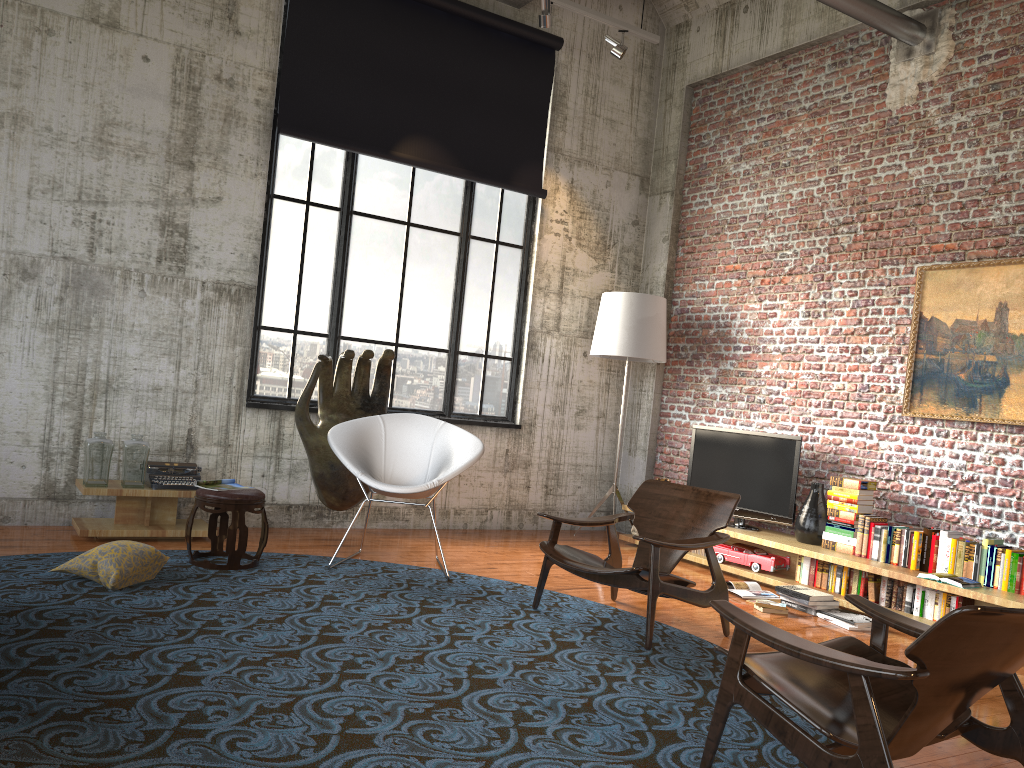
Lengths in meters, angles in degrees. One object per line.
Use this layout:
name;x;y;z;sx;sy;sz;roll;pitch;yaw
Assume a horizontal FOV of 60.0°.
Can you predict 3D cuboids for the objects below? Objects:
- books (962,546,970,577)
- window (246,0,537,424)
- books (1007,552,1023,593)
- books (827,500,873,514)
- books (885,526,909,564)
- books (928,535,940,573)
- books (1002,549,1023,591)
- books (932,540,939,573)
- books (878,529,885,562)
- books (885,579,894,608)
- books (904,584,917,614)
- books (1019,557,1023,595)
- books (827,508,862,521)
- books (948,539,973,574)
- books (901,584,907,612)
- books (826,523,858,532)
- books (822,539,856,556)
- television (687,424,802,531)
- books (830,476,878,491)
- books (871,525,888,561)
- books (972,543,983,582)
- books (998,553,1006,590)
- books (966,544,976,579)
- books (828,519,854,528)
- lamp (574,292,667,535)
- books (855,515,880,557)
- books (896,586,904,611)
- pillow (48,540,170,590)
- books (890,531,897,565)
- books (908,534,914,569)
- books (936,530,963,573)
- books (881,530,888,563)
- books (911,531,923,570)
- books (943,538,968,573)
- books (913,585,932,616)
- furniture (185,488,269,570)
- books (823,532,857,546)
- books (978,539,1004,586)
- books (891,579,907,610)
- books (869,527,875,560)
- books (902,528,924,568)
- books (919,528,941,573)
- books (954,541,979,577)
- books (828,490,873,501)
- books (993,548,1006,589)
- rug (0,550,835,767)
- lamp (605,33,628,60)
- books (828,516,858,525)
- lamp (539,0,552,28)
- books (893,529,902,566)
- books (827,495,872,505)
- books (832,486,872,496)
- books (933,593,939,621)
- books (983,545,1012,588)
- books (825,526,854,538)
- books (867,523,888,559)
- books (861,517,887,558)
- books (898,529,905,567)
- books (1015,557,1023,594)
books;2.925;1.141;5.624;0.161;0.223;0.027;6;1;-32
window;-0.878;-1.407;7.569;2.583;3.437;0.050;6;1;-32
books;3.088;1.145;5.380;0.175;0.240;0.045;6;1;-32
books;2.442;0.885;6.402;0.180;0.060;0.259;6;-1;-32
books;2.627;1.098;6.050;0.183;0.254;0.034;6;1;-32
books;2.804;1.118;5.817;0.160;0.251;0.026;5;1;-32
books;3.068;1.137;5.413;0.183;0.253;0.034;6;1;-32
books;2.813;1.132;5.794;0.161;0.223;0.026;6;1;-32
books;2.591;1.110;6.095;0.161;0.223;0.027;6;1;-32
books;2.559;1.399;5.917;0.143;0.187;0.043;6;1;-32
books;2.633;1.405;5.798;0.129;0.186;0.043;6;1;-32
books;3.123;1.153;5.323;0.168;0.231;0.037;6;1;-32
books;2.435;0.943;6.403;0.171;0.057;0.246;6;-1;-32
books;2.879;1.122;5.697;0.183;0.253;0.034;6;1;-32
books;2.616;1.406;5.829;0.120;0.182;0.028;6;1;-32
books;2.423;1.036;6.403;0.160;0.026;0.250;6;-1;-32
books;2.423;1.179;6.411;0.198;0.066;0.284;6;-1;-32
television;1.876;0.772;7.244;0.286;0.793;1.087;5;0;-45
books;2.470;0.719;6.403;0.198;0.066;0.259;6;-1;-32
books;2.570;1.100;6.123;0.175;0.240;0.045;6;1;-32
books;2.962;1.129;5.559;0.183;0.253;0.034;6;1;-32
books;3.044;1.150;5.434;0.161;0.223;0.027;6;1;-32
books;2.950;1.135;5.598;0.175;0.240;0.045;6;1;-32
books;2.427;1.010;6.403;0.161;0.027;0.223;6;-1;-32
lamp;0.997;0.325;8.057;0.694;2.244;0.706;6;1;-9
books;2.502;1.070;6.240;0.176;0.291;0.044;5;1;-32
books;2.588;1.416;5.851;0.109;0.156;0.036;6;1;-32
pillow;-2.164;0.988;4.888;0.480;0.247;0.504;6;-1;24
books;2.640;1.114;6.023;0.161;0.223;0.027;6;1;-32
books;2.721;1.117;5.919;0.168;0.231;0.037;6;1;-32
books;2.845;1.101;5.765;0.176;0.291;0.053;5;1;-32
books;2.598;1.110;6.068;0.161;0.223;0.026;6;1;-32
books;2.726;1.106;5.881;0.183;0.254;0.034;6;1;-32
books;2.865;1.121;5.728;0.183;0.253;0.034;6;1;-32
books;2.669;1.391;5.746;0.133;0.219;0.040;5;1;-32
furniture;-1.784;0.889;5.567;0.431;0.477;0.432;6;0;13
books;2.422;1.120;6.404;0.176;0.053;0.290;6;-1;-32
books;2.990;1.112;5.534;0.176;0.291;0.036;5;1;-32
books;2.569;1.381;5.877;0.106;0.225;0.033;5;1;-32
books;2.551;1.107;6.154;0.161;0.223;0.026;6;1;-32
books;2.694;1.100;5.944;0.180;0.259;0.034;6;1;-32
books;2.794;1.100;5.863;0.198;0.284;0.065;6;1;-32
books;2.905;1.128;5.661;0.171;0.246;0.057;6;1;-32
books;2.443;0.803;6.399;0.183;0.034;0.253;6;-1;-32
books;3.031;1.135;5.455;0.160;0.251;0.026;5;1;-32
rug;-1.051;1.176;3.688;4.842;0.009;4.849;6;-1;15
lamp;0.866;-2.760;7.247;0.225;0.215;0.102;6;1;9
books;2.426;0.984;6.401;0.161;0.026;0.223;6;-1;-32
lamp;0.260;-2.834;6.809;0.102;0.251;0.165;6;0;13
books;2.655;1.104;5.996;0.171;0.246;0.032;6;1;-32
books;2.443;0.838;6.402;0.183;0.034;0.253;6;-1;-32
books;2.460;0.770;6.398;0.168;0.037;0.231;6;-1;-32
books;2.735;1.419;5.635;0.127;0.174;0.028;6;1;-32
books;3.013;1.130;5.493;0.180;0.259;0.060;6;1;-32
books;2.424;1.071;6.413;0.175;0.045;0.240;6;-1;-32
books;2.547;1.093;6.180;0.160;0.251;0.026;6;1;-32
books;2.538;1.076;6.212;0.198;0.285;0.040;6;1;-32
books;2.675;1.103;5.971;0.160;0.251;0.032;6;1;-32
books;3.097;1.154;5.344;0.161;0.223;0.026;6;1;-32
